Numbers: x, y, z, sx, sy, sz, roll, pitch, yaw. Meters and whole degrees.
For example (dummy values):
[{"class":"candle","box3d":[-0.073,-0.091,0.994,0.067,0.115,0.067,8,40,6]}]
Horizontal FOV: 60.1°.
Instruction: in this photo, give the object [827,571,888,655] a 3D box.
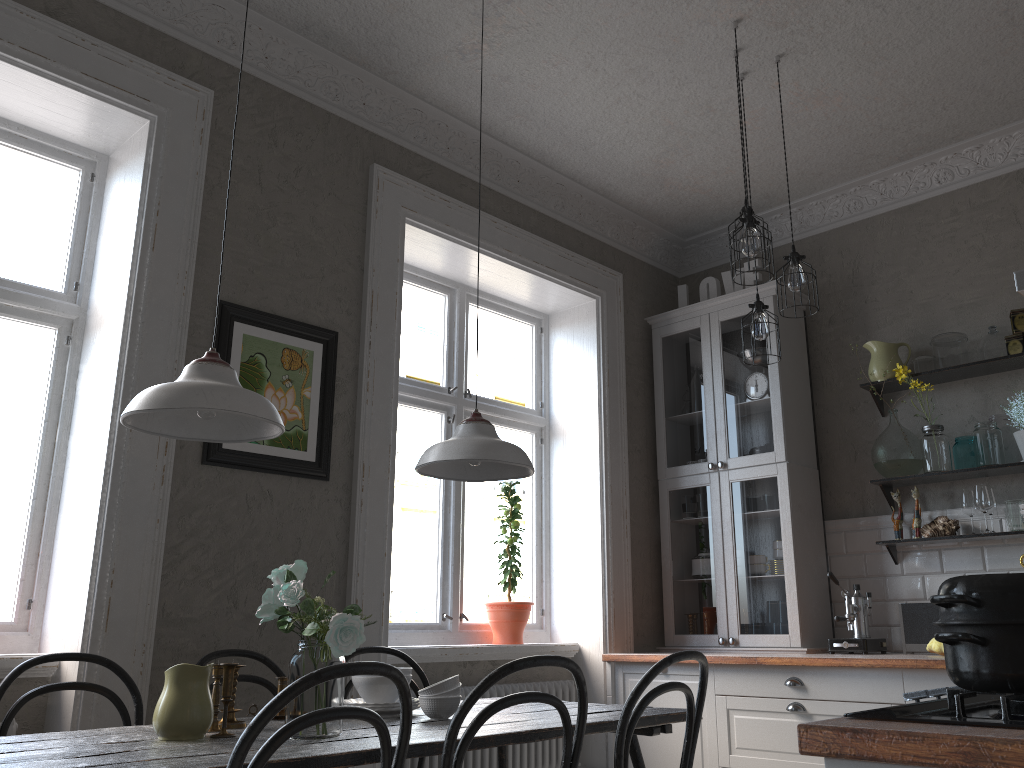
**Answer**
[{"class":"object","box3d":[1.586,1.075,4.158,0.201,0.370,0.360,-15,-21,42]}]

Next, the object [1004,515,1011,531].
[{"class":"object","box3d":[2.270,0.635,3.995,0.079,0.083,0.076,8,-18,-27]}]

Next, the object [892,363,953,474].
[{"class":"object","box3d":[1.959,0.159,4.237,0.188,0.540,0.286,-11,-19,35]}]

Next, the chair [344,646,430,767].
[{"class":"chair","box3d":[-0.367,1.366,2.984,0.446,0.920,0.539,10,-18,-32]}]

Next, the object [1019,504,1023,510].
[{"class":"object","box3d":[2.255,0.551,3.858,0.076,0.051,0.078,-9,-18,29]}]

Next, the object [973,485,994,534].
[{"class":"object","box3d":[2.131,0.567,3.995,0.080,0.217,0.083,-9,-18,29]}]

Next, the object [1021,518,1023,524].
[{"class":"object","box3d":[2.255,0.609,3.842,0.076,0.051,0.079,-12,-19,35]}]

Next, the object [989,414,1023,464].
[{"class":"object","box3d":[2.306,0.279,4.155,0.134,0.264,0.129,13,-20,-39]}]

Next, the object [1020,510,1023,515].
[{"class":"object","box3d":[2.255,0.576,3.851,0.078,0.051,0.076,8,-17,-26]}]

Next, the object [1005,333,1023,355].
[{"class":"object","box3d":[2.331,-0.165,4.084,0.081,0.113,0.084,-15,-21,42]}]

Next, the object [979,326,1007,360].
[{"class":"object","box3d":[2.319,-0.174,4.248,0.139,0.220,0.140,-1,-16,4]}]

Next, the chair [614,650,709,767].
[{"class":"chair","box3d":[0.258,1.184,2.345,0.538,0.920,0.447,-13,-21,40]}]

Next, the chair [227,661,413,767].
[{"class":"chair","box3d":[-0.477,0.990,1.636,0.538,0.920,0.447,-13,-21,40]}]

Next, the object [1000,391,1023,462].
[{"class":"object","box3d":[2.378,0.191,4.017,0.238,0.354,0.240,8,-18,-27]}]

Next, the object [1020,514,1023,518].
[{"class":"object","box3d":[2.255,0.592,3.847,0.076,0.051,0.079,-12,-19,35]}]

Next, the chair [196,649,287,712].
[{"class":"chair","box3d":[-0.727,1.276,2.653,0.538,0.920,0.447,-13,-21,40]}]

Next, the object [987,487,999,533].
[{"class":"object","box3d":[2.193,0.584,4.060,0.080,0.217,0.083,-9,-18,29]}]

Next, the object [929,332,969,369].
[{"class":"object","box3d":[2.126,-0.142,4.295,0.173,0.184,0.171,2,-16,-6]}]

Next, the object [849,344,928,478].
[{"class":"object","box3d":[1.868,0.134,4.401,0.331,0.674,0.341,-3,-16,12]}]

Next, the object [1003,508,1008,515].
[{"class":"object","box3d":[2.270,0.603,4.004,0.079,0.083,0.076,8,-18,-27]}]

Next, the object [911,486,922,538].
[{"class":"object","box3d":[1.956,0.624,4.271,0.062,0.264,0.053,3,-16,-9]}]

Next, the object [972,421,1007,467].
[{"class":"object","box3d":[2.183,0.282,4.056,0.127,0.206,0.123,7,-17,-22]}]

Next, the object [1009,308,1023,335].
[{"class":"object","box3d":[2.347,-0.282,4.083,0.081,0.113,0.084,-7,-17,23]}]

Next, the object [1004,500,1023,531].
[{"class":"object","box3d":[2.238,0.588,3.929,0.078,0.139,0.079,-5,-16,16]}]

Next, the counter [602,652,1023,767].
[{"class":"counter","box3d":[0.991,0.911,2.807,3.096,0.039,3.460,-15,-21,42]}]

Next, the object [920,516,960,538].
[{"class":"object","box3d":[2.011,0.672,4.166,0.174,0.111,0.097,-6,-17,20]}]

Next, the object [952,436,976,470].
[{"class":"object","box3d":[2.160,0.338,4.196,0.129,0.172,0.123,14,-21,-40]}]

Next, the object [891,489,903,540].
[{"class":"object","box3d":[1.893,0.646,4.352,0.052,0.264,0.062,-4,-16,15]}]

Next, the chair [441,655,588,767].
[{"class":"chair","box3d":[-0.099,1.094,2.016,0.447,0.920,0.538,12,-20,-37]}]

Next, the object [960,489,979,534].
[{"class":"object","box3d":[2.135,0.601,4.120,0.080,0.217,0.083,-9,-18,29]}]

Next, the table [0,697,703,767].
[{"class":"table","box3d":[-0.403,1.271,2.296,0.886,0.735,1.959,-15,-21,42]}]

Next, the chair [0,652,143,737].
[{"class":"chair","box3d":[-1.120,1.168,2.259,0.447,0.920,0.538,12,-20,-37]}]
